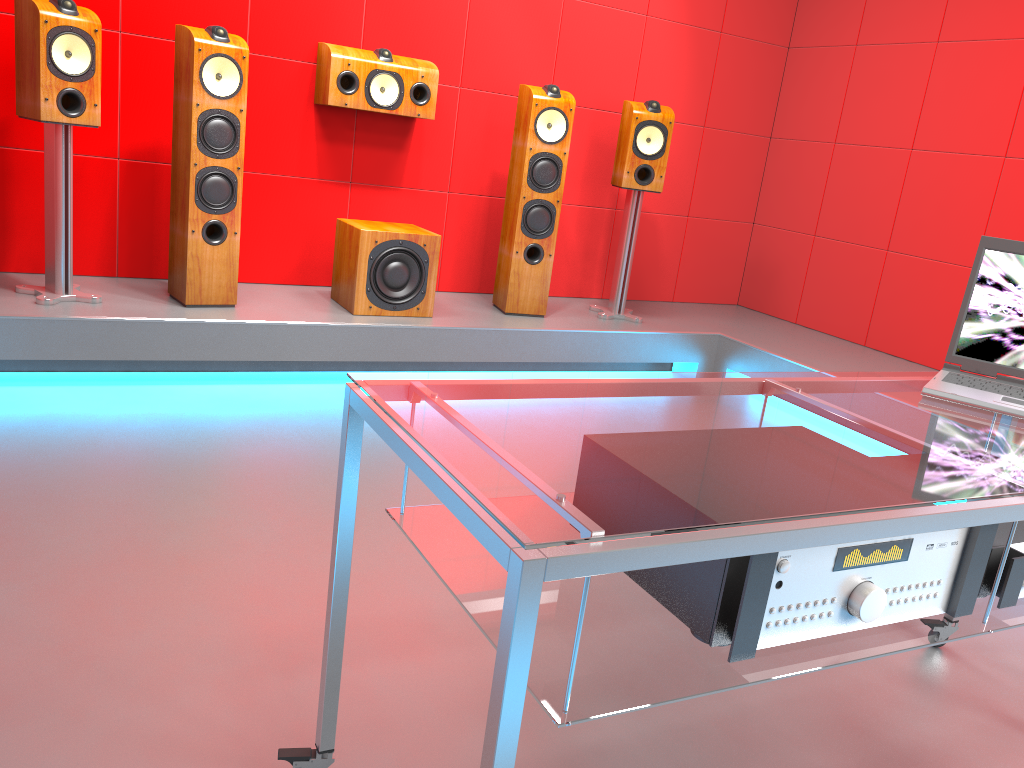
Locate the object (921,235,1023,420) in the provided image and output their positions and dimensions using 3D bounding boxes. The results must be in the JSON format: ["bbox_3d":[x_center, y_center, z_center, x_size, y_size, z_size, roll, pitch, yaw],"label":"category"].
[{"bbox_3d":[0.974,-0.094,1.593,0.342,0.285,0.340,17,18,30],"label":"object"}]

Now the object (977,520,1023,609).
[{"bbox_3d":[0.796,0.231,1.488,0.435,0.092,0.365,0,17,-28],"label":"object"}]

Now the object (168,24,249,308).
[{"bbox_3d":[-1.187,-0.836,3.455,0.203,1.052,0.238,-4,19,-37],"label":"object"}]

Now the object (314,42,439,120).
[{"bbox_3d":[-0.602,-1.357,3.966,0.493,0.271,0.235,0,17,-28],"label":"object"}]

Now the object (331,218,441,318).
[{"bbox_3d":[-0.559,-0.511,3.897,0.360,0.360,0.360,0,17,-28],"label":"object"}]

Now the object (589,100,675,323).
[{"bbox_3d":[0.595,-0.854,4.394,0.231,1.058,0.265,5,15,-9],"label":"object"}]

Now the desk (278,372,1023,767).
[{"bbox_3d":[0.506,0.388,1.462,1.617,0.690,0.594,0,17,-28],"label":"desk"}]

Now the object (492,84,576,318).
[{"bbox_3d":[0.099,-0.854,4.158,0.203,1.052,0.238,3,16,-18],"label":"object"}]

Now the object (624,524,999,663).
[{"bbox_3d":[0.366,0.204,1.247,0.431,0.158,0.371,0,17,-28],"label":"object"}]

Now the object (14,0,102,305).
[{"bbox_3d":[-1.643,-0.835,3.213,0.265,1.058,0.231,21,20,39],"label":"object"}]
